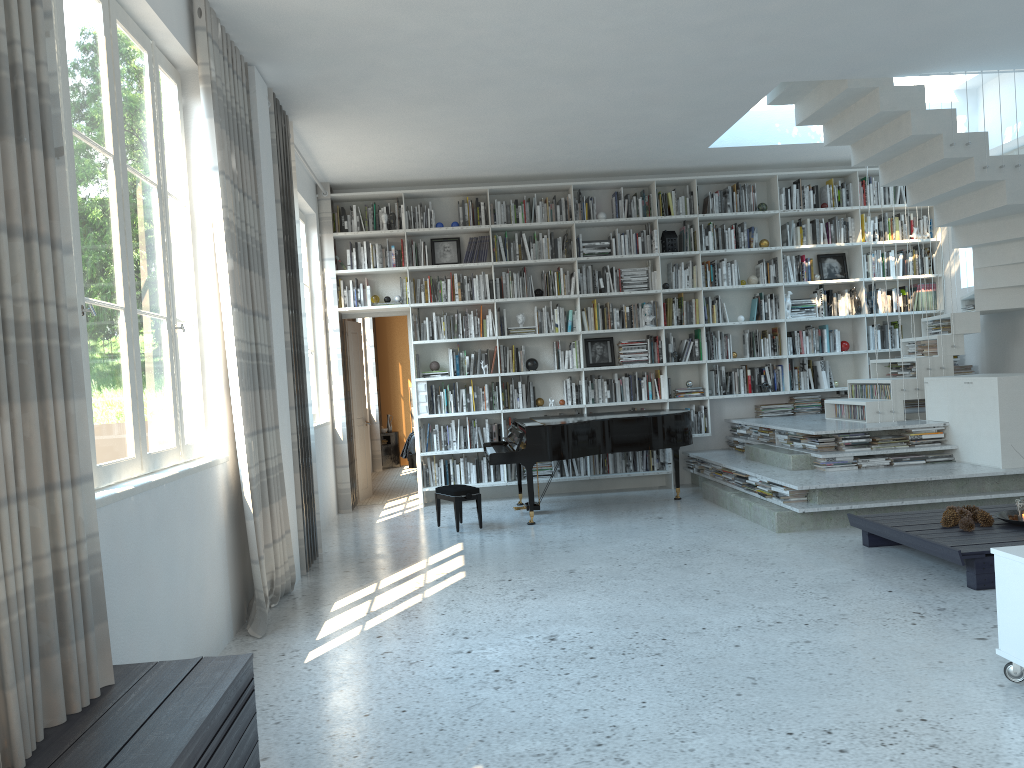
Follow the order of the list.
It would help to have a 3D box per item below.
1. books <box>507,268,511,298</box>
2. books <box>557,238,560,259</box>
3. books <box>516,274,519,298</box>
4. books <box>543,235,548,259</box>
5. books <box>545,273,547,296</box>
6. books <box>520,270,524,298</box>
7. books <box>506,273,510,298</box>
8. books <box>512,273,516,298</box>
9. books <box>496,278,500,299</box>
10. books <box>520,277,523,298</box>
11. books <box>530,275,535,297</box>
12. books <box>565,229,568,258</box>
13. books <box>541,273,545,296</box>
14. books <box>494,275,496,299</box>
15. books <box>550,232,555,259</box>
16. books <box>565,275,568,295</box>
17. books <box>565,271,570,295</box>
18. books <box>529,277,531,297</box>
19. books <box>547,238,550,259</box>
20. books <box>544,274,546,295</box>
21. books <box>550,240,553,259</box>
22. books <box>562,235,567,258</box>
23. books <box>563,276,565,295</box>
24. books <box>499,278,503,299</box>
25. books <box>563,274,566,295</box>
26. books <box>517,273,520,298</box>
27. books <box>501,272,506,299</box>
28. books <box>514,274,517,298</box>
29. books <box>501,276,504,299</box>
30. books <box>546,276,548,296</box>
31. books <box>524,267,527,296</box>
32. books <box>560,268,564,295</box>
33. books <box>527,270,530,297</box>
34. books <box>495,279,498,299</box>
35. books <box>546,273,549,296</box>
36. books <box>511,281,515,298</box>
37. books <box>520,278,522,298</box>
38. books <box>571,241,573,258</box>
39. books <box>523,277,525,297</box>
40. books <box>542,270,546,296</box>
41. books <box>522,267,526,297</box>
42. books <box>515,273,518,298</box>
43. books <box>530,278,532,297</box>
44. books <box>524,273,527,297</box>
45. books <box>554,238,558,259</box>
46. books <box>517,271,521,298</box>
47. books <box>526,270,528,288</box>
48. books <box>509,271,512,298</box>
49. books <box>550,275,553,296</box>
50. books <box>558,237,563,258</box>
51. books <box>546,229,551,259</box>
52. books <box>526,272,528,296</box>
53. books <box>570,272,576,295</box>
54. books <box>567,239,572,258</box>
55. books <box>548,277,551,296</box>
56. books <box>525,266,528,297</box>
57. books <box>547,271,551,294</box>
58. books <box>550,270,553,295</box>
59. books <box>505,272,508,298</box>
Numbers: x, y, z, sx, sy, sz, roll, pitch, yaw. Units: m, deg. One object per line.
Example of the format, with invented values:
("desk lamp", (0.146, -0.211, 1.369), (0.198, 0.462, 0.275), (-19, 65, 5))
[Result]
("books", (-0.030, -1.010, 9.008), (0.011, 0.317, 0.154), (-4, 1, -4))
("books", (0.467, -1.362, 9.028), (0.022, 0.222, 0.161), (-4, 1, -4))
("books", (0.051, -0.984, 9.011), (0.011, 0.256, 0.152), (-4, 1, -4))
("books", (0.341, -1.373, 9.026), (0.028, 0.261, 0.135), (-4, 1, -4))
("books", (0.338, -0.996, 9.017), (0.005, 0.240, 0.173), (-4, 1, -4))
("books", (0.103, -1.005, 9.002), (0.011, 0.291, 0.176), (-4, 1, -4))
("books", (-0.045, -0.981, 8.995), (0.024, 0.262, 0.177), (-4, 1, -4))
("books", (0.021, -0.986, 8.983), (0.009, 0.263, 0.189), (-4, 1, -4))
("books", (-0.144, -0.957, 9.012), (0.029, 0.225, 0.136), (-4, 1, -4))
("books", (0.093, -0.972, 9.022), (0.011, 0.226, 0.129), (-4, 1, -4))
("books", (0.204, -0.982, 9.021), (0.031, 0.232, 0.147), (-4, 1, -4))
("books", (0.542, -1.406, 9.028), (0.058, 0.302, 0.175), (-4, 1, -4))
("books", (0.315, -1.001, 9.035), (0.005, 0.254, 0.161), (-4, 1, -4))
("books", (-0.180, -0.984, 9.001), (0.012, 0.285, 0.159), (-4, 1, -4))
("books", (0.412, -1.392, 9.040), (0.022, 0.290, 0.146), (-4, 1, -4))
("books", (0.545, -0.996, 9.047), (0.024, 0.216, 0.142), (-4, 1, -4))
("books", (0.567, -1.018, 9.039), (0.022, 0.257, 0.155), (-4, 1, -4))
("books", (0.179, -0.974, 9.029), (0.012, 0.218, 0.151), (-4, 1, -4))
("books", (0.362, -1.359, 9.024), (0.013, 0.231, 0.141), (-4, 1, -4))
("books", (0.332, -0.995, 9.041), (0.005, 0.239, 0.145), (-4, 1, -4))
("books", (0.392, -1.352, 9.037), (0.024, 0.213, 0.150), (-4, 1, -4))
("books", (0.528, -1.386, 9.028), (0.055, 0.264, 0.167), (-4, 1, -4))
("books", (0.516, -1.015, 9.041), (0.010, 0.257, 0.140), (-4, 1, -4))
("books", (-0.117, -0.955, 9.013), (0.024, 0.219, 0.140), (-4, 1, -4))
("books", (0.527, -1.001, 9.046), (0.011, 0.229, 0.165), (-4, 1, -4))
("books", (0.062, -0.987, 8.995), (0.009, 0.261, 0.180), (-4, 1, -4))
("books", (-0.081, -0.988, 8.995), (0.026, 0.279, 0.151), (-4, 1, -4))
("books", (0.031, -0.981, 8.986), (0.012, 0.251, 0.184), (-4, 1, -4))
("books", (-0.099, -0.967, 9.001), (0.012, 0.240, 0.134), (-4, 1, -4))
("books", (0.346, -0.984, 9.035), (0.013, 0.216, 0.149), (-4, 1, -4))
("books", (0.134, -1.020, 9.023), (0.005, 0.316, 0.157), (-4, 1, -4))
("books", (0.499, -1.027, 9.032), (0.022, 0.285, 0.190), (-4, 1, -4))
("books", (0.159, -1.007, 9.000), (0.011, 0.287, 0.189), (-4, 1, -4))
("books", (-0.164, -0.947, 8.986), (0.015, 0.208, 0.186), (-4, 1, -4))
("books", (0.357, -0.995, 9.009), (0.005, 0.236, 0.178), (-4, 1, -4))
("books", (0.004, -0.947, 9.007), (0.029, 0.187, 0.149), (-4, 1, -4))
("books", (0.084, -0.963, 8.996), (0.011, 0.209, 0.181), (-4, 1, -4))
("books", (0.609, -1.357, 9.065), (0.019, 0.194, 0.098), (-4, 1, -4))
("books", (0.115, -0.969, 9.029), (0.012, 0.217, 0.133), (-4, 1, -4))
("books", (0.322, -1.013, 9.043), (0.012, 0.276, 0.129), (-4, 1, -4))
("books", (0.120, -1.021, 9.016), (0.004, 0.321, 0.153), (-4, 1, -4))
("books", (0.040, -0.987, 9.010), (0.010, 0.262, 0.169), (-4, 1, -4))
("books", (0.188, -0.970, 9.028), (0.004, 0.209, 0.132), (-4, 1, -4))
("books", (0.130, -0.992, 9.010), (0.010, 0.262, 0.158), (-4, 1, -4))
("books", (0.442, -1.357, 9.022), (0.030, 0.218, 0.182), (-4, 1, -4))
("books", (0.071, -0.997, 9.002), (0.011, 0.279, 0.169), (-4, 1, -4))
("books", (0.151, -1.005, 9.017), (0.004, 0.284, 0.166), (-4, 1, -4))
("books", (-0.017, -0.994, 8.988), (0.010, 0.283, 0.184), (-4, 1, -4))
("books", (0.393, -0.987, 9.011), (0.006, 0.216, 0.181), (-4, 1, -4))
("books", (0.488, -1.370, 9.045), (0.024, 0.237, 0.153), (-4, 1, -4))
("books", (0.373, -1.401, 9.014), (0.011, 0.313, 0.183), (-4, 1, -4))
("books", (0.145, -1.015, 9.019), (0.005, 0.305, 0.162), (-4, 1, -4))
("books", (0.612, -1.010, 9.020), (0.064, 0.237, 0.208), (-4, 1, -4))
("books", (0.586, -1.364, 9.057), (0.028, 0.212, 0.134), (-4, 1, -4))
("books", (0.374, -0.978, 9.033), (0.011, 0.200, 0.162), (-4, 1, -4))
("books", (0.139, -1.028, 9.020), (0.005, 0.331, 0.161), (-4, 1, -4))
("books", (0.381, -1.012, 9.042), (0.009, 0.267, 0.149), (-4, 1, -4))
("books", (0.395, -1.017, 9.032), (0.005, 0.275, 0.157), (-4, 1, -4))
("books", (-0.062, -0.987, 8.992), (0.012, 0.276, 0.157), (-4, 1, -4))
